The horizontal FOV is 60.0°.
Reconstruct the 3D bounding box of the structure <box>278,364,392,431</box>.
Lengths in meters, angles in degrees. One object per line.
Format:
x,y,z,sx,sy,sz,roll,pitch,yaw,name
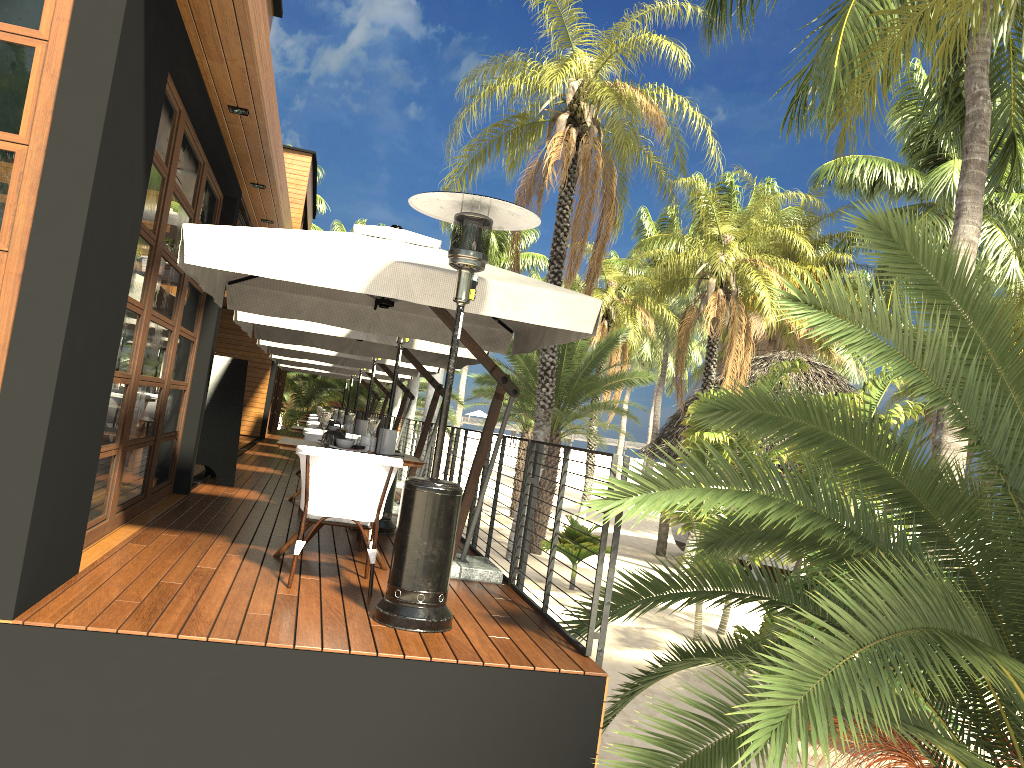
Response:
-3.913,0.327,19.286,2.412,2.336,2.412,9,-4,-12,structure

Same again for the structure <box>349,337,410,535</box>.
-1.063,0.190,7.792,0.698,2.195,0.699,10,-4,-24,structure

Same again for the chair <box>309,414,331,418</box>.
-3.971,1.055,18.499,0.627,0.789,0.616,9,-4,-11,chair

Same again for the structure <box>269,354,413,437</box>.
-3.179,0.257,15.992,2.412,2.336,2.412,9,-4,-12,structure

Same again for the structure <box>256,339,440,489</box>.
-2.445,0.187,12.699,2.412,2.336,2.412,9,-4,-12,structure

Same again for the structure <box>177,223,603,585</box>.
-0.976,0.047,6.112,2.412,2.336,2.412,9,-4,-12,structure

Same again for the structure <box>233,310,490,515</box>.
-1.710,0.117,9.406,2.412,2.336,2.412,9,-4,-12,structure

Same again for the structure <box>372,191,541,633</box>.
-0.344,0.121,4.567,0.698,2.195,0.699,10,-4,-24,structure

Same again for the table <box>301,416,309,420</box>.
-3.361,1.022,15.882,0.931,0.750,0.931,9,-4,-12,table

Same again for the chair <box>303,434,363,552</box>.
-1.324,0.809,6.736,0.627,0.789,0.616,9,-4,-11,chair

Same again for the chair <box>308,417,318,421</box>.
-3.228,0.985,15.166,0.627,0.789,0.616,9,-4,-11,chair

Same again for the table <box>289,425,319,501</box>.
-1.888,0.882,9.277,0.931,0.750,0.931,9,-4,-12,table

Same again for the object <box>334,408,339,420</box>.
-3.126,0.550,15.709,0.082,0.227,0.082,9,-4,-11,object

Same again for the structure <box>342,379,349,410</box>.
-3.981,0.468,20.877,0.698,2.195,0.699,10,-4,-24,structure

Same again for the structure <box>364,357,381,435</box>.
-1.802,0.261,11.106,0.698,2.195,0.699,10,-4,-24,structure

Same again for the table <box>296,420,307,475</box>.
-2.625,0.952,12.580,0.931,0.750,0.931,9,-4,-12,table

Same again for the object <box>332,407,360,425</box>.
-2.377,0.482,12.679,0.264,0.264,0.263,6,-4,33,object

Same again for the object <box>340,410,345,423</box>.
-2.394,0.480,12.423,0.082,0.227,0.082,9,-4,-11,object

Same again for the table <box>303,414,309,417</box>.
-4.099,1.093,19.193,0.931,0.750,0.931,9,-4,-12,table

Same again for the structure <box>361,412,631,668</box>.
-2.432,1.186,17.123,0.163,1.155,26.251,9,-3,-12,structure

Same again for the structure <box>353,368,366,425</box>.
-2.526,0.330,14.354,0.698,2.195,0.699,10,-4,-24,structure

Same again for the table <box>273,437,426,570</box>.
-1.152,0.812,5.974,0.931,0.750,0.931,9,-4,-12,table

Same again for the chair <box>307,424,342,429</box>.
-2.053,0.879,10.009,0.627,0.789,0.616,9,-4,-11,chair

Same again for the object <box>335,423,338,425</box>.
-2.480,0.566,12.446,0.080,0.042,0.080,6,-4,39,object

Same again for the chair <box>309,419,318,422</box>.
-2.812,0.951,13.411,0.627,0.789,0.616,9,-4,-11,chair

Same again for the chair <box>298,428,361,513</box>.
-1.739,0.843,8.488,0.627,0.789,0.616,9,-4,-11,chair

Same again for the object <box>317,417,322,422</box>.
-2.676,0.511,12.386,0.086,0.086,0.086,9,-4,-7,object

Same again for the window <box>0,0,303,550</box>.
-9.669,-8.324,21.485,14.464,17.986,38.435,11,-4,-35,window

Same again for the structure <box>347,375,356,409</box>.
-3.253,0.399,17.612,0.698,2.195,0.699,10,-4,-24,structure

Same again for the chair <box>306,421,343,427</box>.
-2.485,0.914,11.834,0.627,0.789,0.616,9,-4,-11,chair

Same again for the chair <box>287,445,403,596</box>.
-0.999,0.772,5.169,0.627,0.789,0.616,9,-4,-11,chair
